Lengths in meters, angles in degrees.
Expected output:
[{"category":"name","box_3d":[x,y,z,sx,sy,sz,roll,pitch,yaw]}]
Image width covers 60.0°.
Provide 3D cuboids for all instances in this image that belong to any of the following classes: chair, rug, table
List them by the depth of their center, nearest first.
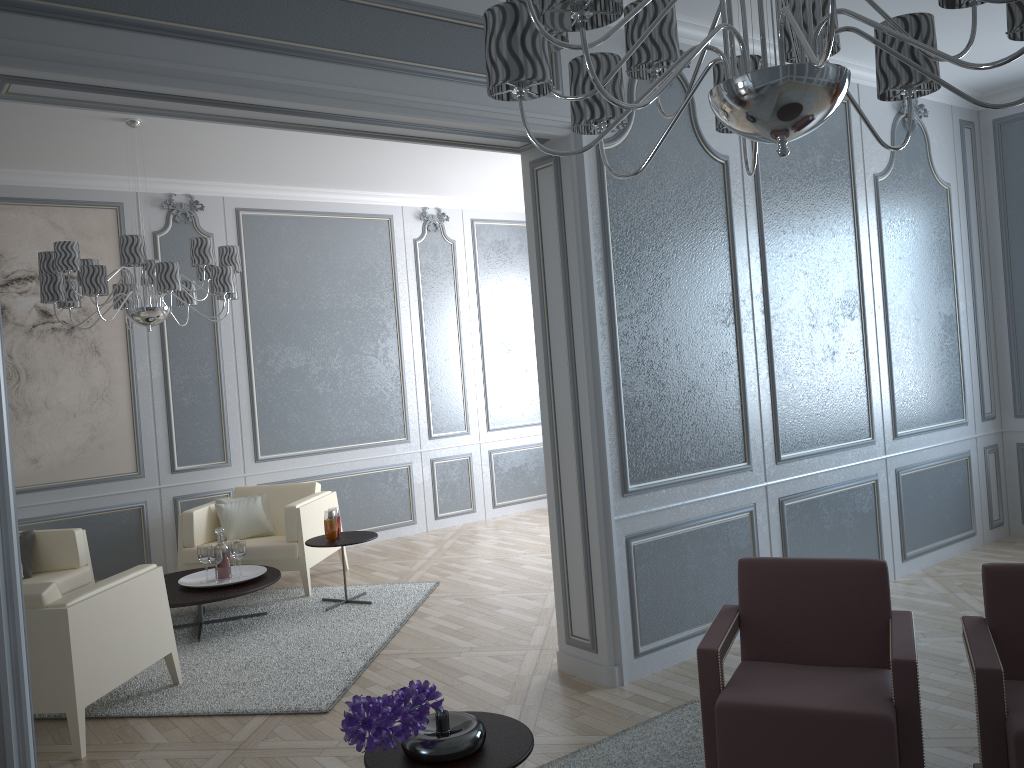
[{"category":"rug","box_3d":[0.836,1.210,1.411,2.019,0.010,3.202,-5,2,-37]},{"category":"table","box_3d":[-0.138,1.071,2.165,0.414,0.385,0.414,-4,1,41]},{"category":"chair","box_3d":[1.492,0.828,2.255,0.576,0.620,0.606,-4,1,23]},{"category":"chair","box_3d":[0.860,0.869,2.557,0.576,0.620,0.606,-4,1,23]},{"category":"chair","box_3d":[-1.954,1.069,3.635,0.855,0.620,0.737,-4,1,8]},{"category":"rug","box_3d":[-1.574,1.325,4.603,2.000,0.010,2.001,-4,1,8]},{"category":"chair","box_3d":[-2.838,1.111,4.811,0.737,0.620,0.855,-4,1,8]},{"category":"table","box_3d":[-1.715,1.215,4.875,0.883,0.239,0.882,-5,2,-39]},{"category":"table","box_3d":[-0.966,1.079,5.109,0.414,0.385,0.414,-4,1,11]},{"category":"chair","box_3d":[-1.609,0.996,5.740,0.855,0.620,0.737,-4,1,8]}]

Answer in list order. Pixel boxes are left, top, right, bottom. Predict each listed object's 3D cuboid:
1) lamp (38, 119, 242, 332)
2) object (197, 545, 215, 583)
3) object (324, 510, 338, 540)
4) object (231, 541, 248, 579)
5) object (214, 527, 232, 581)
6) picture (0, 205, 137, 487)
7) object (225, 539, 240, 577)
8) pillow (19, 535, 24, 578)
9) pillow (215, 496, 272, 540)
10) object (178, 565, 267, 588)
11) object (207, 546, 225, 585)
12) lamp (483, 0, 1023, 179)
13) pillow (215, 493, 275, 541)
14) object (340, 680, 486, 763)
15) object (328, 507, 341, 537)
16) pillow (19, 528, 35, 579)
[{"category":"lamp","box_3d":[-1.966,-0.833,4.685,0.976,1.119,0.977,-4,1,41]},{"category":"object","box_3d":[-1.685,0.991,4.883,0.080,0.196,0.080,-4,1,36]},{"category":"object","box_3d":[-1.039,0.809,5.084,0.075,0.165,0.075,-4,1,42]},{"category":"object","box_3d":[-1.511,0.977,4.921,0.080,0.196,0.080,-4,1,36]},{"category":"object","box_3d":[-1.608,0.937,4.912,0.086,0.290,0.086,-4,0,-16]},{"category":"picture","box_3d":[-3.046,-0.244,5.545,1.200,1.751,0.001,-5,0,-37]},{"category":"object","box_3d":[-1.563,0.979,4.987,0.080,0.196,0.080,-4,1,36]},{"category":"pillow","box_3d":[-2.873,0.980,4.878,0.312,0.245,0.163,-5,1,-33]},{"category":"pillow","box_3d":[-1.736,0.873,5.732,0.312,0.245,0.163,-5,1,-43]},{"category":"object","box_3d":[-1.596,1.071,4.901,0.468,0.028,0.468,-5,1,-24]},{"category":"object","box_3d":[-1.609,0.986,4.821,0.080,0.196,0.080,-5,0,-34]},{"category":"lamp","box_3d":[0.417,-0.946,1.514,0.976,1.119,0.977,-4,1,41]},{"category":"pillow","box_3d":[-1.750,0.873,5.819,0.351,0.276,0.184,-5,1,-31]},{"category":"object","box_3d":[-0.215,0.776,2.049,0.206,0.221,0.425,-4,1,23]},{"category":"object","box_3d":[-1.037,0.807,5.171,0.075,0.165,0.075,-4,0,12]},{"category":"pillow","box_3d":[-2.871,0.978,4.967,0.351,0.276,0.184,-5,1,-21]}]
